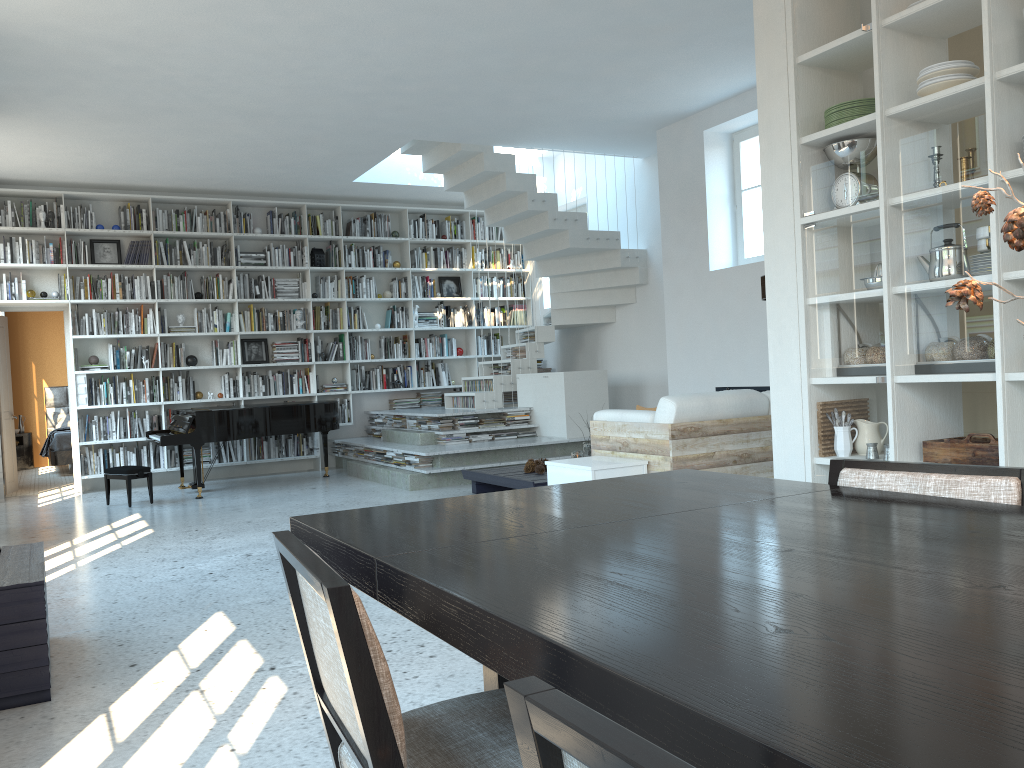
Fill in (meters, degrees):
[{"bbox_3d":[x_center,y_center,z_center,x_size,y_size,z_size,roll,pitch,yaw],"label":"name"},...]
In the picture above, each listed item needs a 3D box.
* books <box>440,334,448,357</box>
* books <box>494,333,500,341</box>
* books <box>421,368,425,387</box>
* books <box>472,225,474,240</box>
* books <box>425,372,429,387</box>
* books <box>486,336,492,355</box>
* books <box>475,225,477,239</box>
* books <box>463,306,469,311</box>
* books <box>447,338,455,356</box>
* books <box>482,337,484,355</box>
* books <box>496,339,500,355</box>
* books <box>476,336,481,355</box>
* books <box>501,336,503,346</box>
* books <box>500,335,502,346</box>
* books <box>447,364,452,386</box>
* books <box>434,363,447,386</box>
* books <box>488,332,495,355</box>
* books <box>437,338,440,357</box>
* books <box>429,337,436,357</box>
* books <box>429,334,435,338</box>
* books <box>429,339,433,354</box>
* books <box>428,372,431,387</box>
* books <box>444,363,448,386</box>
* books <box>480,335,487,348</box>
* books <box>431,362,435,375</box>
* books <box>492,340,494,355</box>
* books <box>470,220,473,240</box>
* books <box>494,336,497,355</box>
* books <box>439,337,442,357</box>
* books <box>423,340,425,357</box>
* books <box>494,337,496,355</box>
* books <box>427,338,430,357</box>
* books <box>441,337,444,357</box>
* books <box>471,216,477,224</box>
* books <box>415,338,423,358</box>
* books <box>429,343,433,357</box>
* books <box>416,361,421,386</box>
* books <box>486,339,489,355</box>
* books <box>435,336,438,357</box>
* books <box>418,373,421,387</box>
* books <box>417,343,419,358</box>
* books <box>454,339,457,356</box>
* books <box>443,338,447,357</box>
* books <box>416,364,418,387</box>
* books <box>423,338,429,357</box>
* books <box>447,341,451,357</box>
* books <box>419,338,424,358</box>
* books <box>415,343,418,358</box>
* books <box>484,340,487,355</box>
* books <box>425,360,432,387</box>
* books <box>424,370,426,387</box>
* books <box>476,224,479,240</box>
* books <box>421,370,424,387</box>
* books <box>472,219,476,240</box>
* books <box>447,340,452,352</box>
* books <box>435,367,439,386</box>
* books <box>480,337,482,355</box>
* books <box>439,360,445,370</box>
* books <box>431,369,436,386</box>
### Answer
[{"bbox_3d":[-0.868,-0.488,11.302,0.026,0.290,0.181,-4,1,-28],"label":"books"},{"bbox_3d":[-0.200,-0.524,11.668,0.011,0.284,0.161,-4,1,-28],"label":"books"},{"bbox_3d":[-1.135,-0.083,11.168,0.015,0.243,0.156,-4,1,-28],"label":"books"},{"bbox_3d":[-0.540,-1.946,11.506,0.025,0.223,0.136,-4,1,-28],"label":"books"},{"bbox_3d":[-1.097,-0.057,11.201,0.030,0.188,0.140,-4,1,-28],"label":"books"},{"bbox_3d":[-0.309,-0.499,11.589,0.027,0.248,0.184,-4,1,-28],"label":"books"},{"bbox_3d":[-0.500,-1.971,11.496,0.012,0.269,0.184,-4,1,-28],"label":"books"},{"bbox_3d":[-0.580,-0.870,11.491,0.029,0.284,0.138,-4,1,-28],"label":"books"},{"bbox_3d":[-0.781,-0.466,11.359,0.025,0.235,0.181,-4,1,-28],"label":"books"},{"bbox_3d":[-0.409,-0.491,11.558,0.022,0.242,0.151,-4,1,-28],"label":"books"},{"bbox_3d":[-0.208,-0.484,11.654,0.021,0.205,0.174,-4,1,-28],"label":"books"},{"bbox_3d":[-0.458,-0.493,11.522,0.024,0.252,0.175,-4,1,-28],"label":"books"},{"bbox_3d":[-0.161,-0.504,11.697,0.013,0.240,0.166,-4,1,-28],"label":"books"},{"bbox_3d":[-0.175,-0.510,11.694,0.012,0.254,0.161,-4,1,-28],"label":"books"},{"bbox_3d":[-0.828,-0.116,11.339,0.062,0.274,0.148,-4,1,-28],"label":"books"},{"bbox_3d":[-0.915,-0.119,11.243,0.075,0.291,0.255,-4,1,-28],"label":"books"},{"bbox_3d":[-0.270,-0.526,11.642,0.013,0.297,0.141,-4,1,-28],"label":"books"},{"bbox_3d":[-0.963,-0.461,11.269,0.026,0.246,0.165,-4,1,-28],"label":"books"},{"bbox_3d":[-1.015,-0.462,11.210,0.028,0.255,0.191,-4,1,-28],"label":"books"},{"bbox_3d":[-1.009,-0.485,11.238,0.013,0.299,0.147,-4,1,-28],"label":"books"},{"bbox_3d":[-1.043,-0.448,11.221,0.012,0.229,0.179,-4,1,-28],"label":"books"},{"bbox_3d":[-1.070,-0.057,11.208,0.024,0.185,0.149,-4,1,-28],"label":"books"},{"bbox_3d":[-0.862,-0.121,11.310,0.025,0.287,0.160,-4,1,-28],"label":"books"},{"bbox_3d":[-0.370,-0.506,11.594,0.024,0.267,0.133,-4,1,-28],"label":"books"},{"bbox_3d":[-1.008,-0.121,11.262,0.010,0.304,0.131,-4,1,-28],"label":"books"},{"bbox_3d":[-0.285,-0.477,11.633,0.027,0.201,0.164,-4,1,-28],"label":"books"},{"bbox_3d":[-0.557,-1.971,11.484,0.022,0.275,0.160,-4,1,-28],"label":"books"},{"bbox_3d":[-0.243,-0.501,11.667,0.027,0.242,0.131,-4,1,-28],"label":"books"},{"bbox_3d":[-0.936,-0.464,11.261,0.014,0.249,0.177,-4,1,-28],"label":"books"},{"bbox_3d":[-1.135,-0.439,11.163,0.011,0.223,0.163,-4,1,-28],"label":"books"},{"bbox_3d":[-0.253,-0.494,11.644,0.014,0.230,0.172,-4,1,-28],"label":"books"},{"bbox_3d":[-1.085,-0.450,11.201,0.026,0.239,0.177,-4,1,-28],"label":"books"},{"bbox_3d":[-0.914,-0.468,11.302,0.012,0.254,0.161,-4,1,-28],"label":"books"},{"bbox_3d":[-0.483,-2.004,11.534,0.014,0.331,0.143,-4,1,-28],"label":"books"},{"bbox_3d":[-1.183,-0.447,11.140,0.047,0.244,0.177,-4,1,-28],"label":"books"},{"bbox_3d":[-1.055,-0.423,11.203,0.027,0.182,0.186,-4,1,-28],"label":"books"},{"bbox_3d":[-1.179,-0.122,11.169,0.013,0.327,0.130,-4,1,-28],"label":"books"},{"bbox_3d":[-0.344,-0.478,11.600,0.025,0.208,0.149,-4,1,-28],"label":"books"},{"bbox_3d":[-0.989,-0.467,11.229,0.012,0.262,0.186,-4,1,-28],"label":"books"},{"bbox_3d":[-1.197,-0.065,11.160,0.033,0.213,0.140,-4,1,-28],"label":"books"},{"bbox_3d":[-1.206,-0.416,11.131,0.022,0.184,0.162,-4,1,-28],"label":"books"},{"bbox_3d":[-0.759,-0.461,11.373,0.027,0.223,0.170,-4,1,-28],"label":"books"},{"bbox_3d":[-0.887,-0.464,11.288,0.023,0.244,0.189,-4,1,-28],"label":"books"},{"bbox_3d":[-1.214,-0.100,11.138,0.015,0.287,0.138,-4,1,-28],"label":"books"},{"bbox_3d":[-1.109,-0.452,11.171,0.045,0.246,0.185,-4,1,-28],"label":"books"},{"bbox_3d":[-0.834,-0.445,11.324,0.030,0.201,0.189,-4,1,-28],"label":"books"},{"bbox_3d":[-1.156,-0.450,11.166,0.024,0.247,0.143,-4,1,-28],"label":"books"},{"bbox_3d":[-1.227,-0.416,11.122,0.023,0.186,0.159,-4,1,-28],"label":"books"},{"bbox_3d":[-0.383,-0.472,11.566,0.029,0.201,0.172,-4,1,-28],"label":"books"},{"bbox_3d":[-1.055,-0.133,11.212,0.014,0.333,0.168,-4,1,-28],"label":"books"},{"bbox_3d":[-1.122,-0.067,11.187,0.025,0.210,0.137,-4,1,-28],"label":"books"},{"bbox_3d":[-0.486,-1.952,11.507,0.022,0.229,0.175,-4,1,-28],"label":"books"},{"bbox_3d":[-1.155,-0.067,11.169,0.023,0.214,0.163,-4,1,-28],"label":"books"},{"bbox_3d":[-0.518,-1.979,11.501,0.013,0.286,0.150,-4,1,-28],"label":"books"},{"bbox_3d":[-0.812,-0.456,11.353,0.037,0.218,0.139,-4,1,-28],"label":"books"},{"bbox_3d":[-0.980,-0.090,11.256,0.031,0.239,0.171,-4,1,-28],"label":"books"},{"bbox_3d":[-0.434,-0.486,11.543,0.037,0.236,0.153,-4,1,-28],"label":"books"},{"bbox_3d":[-0.890,-0.139,11.320,0.012,0.326,0.136,-4,1,-28],"label":"books"},{"bbox_3d":[-1.023,-0.076,11.229,0.052,0.217,0.184,-4,1,-28],"label":"books"}]
